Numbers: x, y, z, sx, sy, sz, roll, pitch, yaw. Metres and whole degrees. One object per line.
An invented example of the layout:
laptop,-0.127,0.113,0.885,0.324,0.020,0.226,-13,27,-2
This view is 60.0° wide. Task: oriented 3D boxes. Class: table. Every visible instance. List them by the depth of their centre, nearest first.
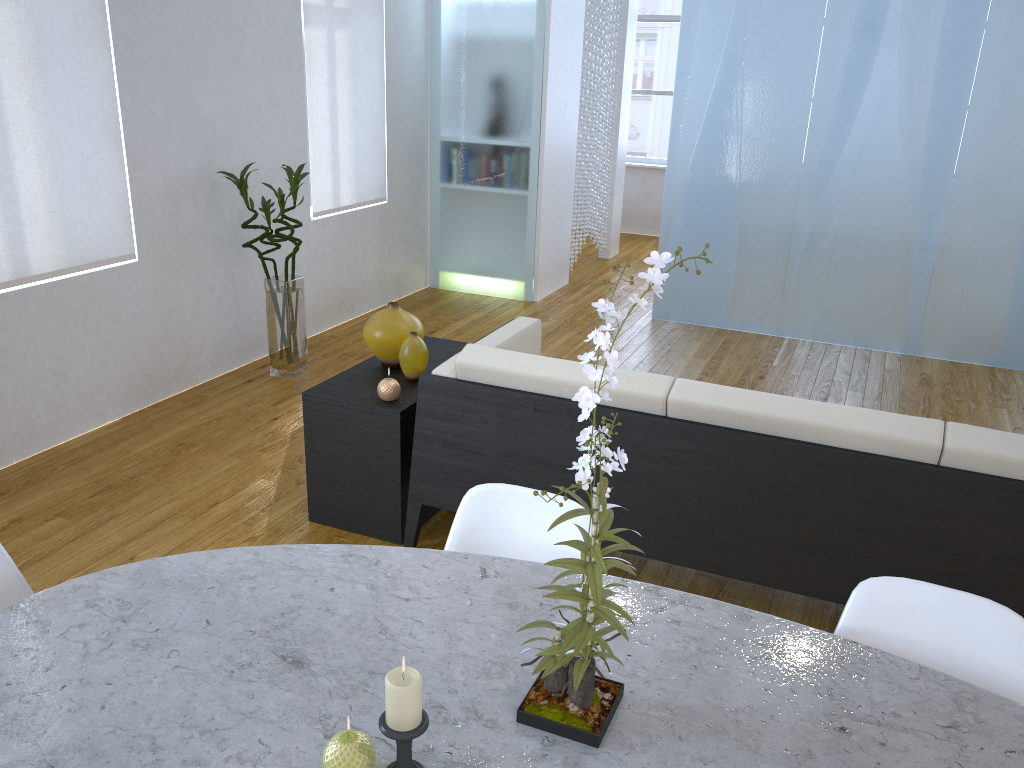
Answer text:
table,0.079,0.798,1.117,1.906,0.629,1.061,10,22,20

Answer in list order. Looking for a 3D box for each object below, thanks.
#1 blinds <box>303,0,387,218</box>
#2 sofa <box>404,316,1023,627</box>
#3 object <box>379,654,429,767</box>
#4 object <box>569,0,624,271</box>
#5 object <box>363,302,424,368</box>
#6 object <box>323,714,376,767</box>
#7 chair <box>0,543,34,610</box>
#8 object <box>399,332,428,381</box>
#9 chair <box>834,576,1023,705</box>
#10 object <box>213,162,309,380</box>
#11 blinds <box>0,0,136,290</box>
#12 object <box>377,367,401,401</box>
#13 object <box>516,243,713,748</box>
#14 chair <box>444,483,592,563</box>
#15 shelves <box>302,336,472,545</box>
blinds,-0.864,-1.978,4.599,0.007,2.134,0.755,11,23,21
sofa,1.106,0.067,3.195,5.326,0.686,9.639,10,21,21
object,-0.126,0.389,1.035,0.059,0.178,0.058,5,21,7
object,0.592,-1.819,6.305,0.051,2.037,0.915,11,23,21
object,-0.400,-0.168,2.997,0.207,0.218,0.205,-8,23,-24
object,-0.193,0.427,1.049,0.062,0.092,0.062,-5,22,-19
chair,-0.773,0.449,1.362,0.418,0.355,0.402,11,22,23
object,-0.318,-0.089,2.870,0.095,0.162,0.095,-8,23,-24
chair,0.571,0.538,1.261,0.404,0.355,0.416,12,23,24
object,-1.116,-0.508,4.070,0.380,0.991,0.478,0,21,-5
blinds,-1.640,-1.390,2.889,0.007,2.133,0.755,11,23,21
object,-0.376,-0.002,2.706,0.071,0.105,0.071,-15,27,-38
object,0.083,0.146,1.063,0.201,0.645,0.165,-14,27,-36
chair,-0.046,0.420,1.519,0.405,0.355,0.415,10,22,20
shelves,-0.358,0.159,3.087,0.348,0.456,0.723,11,22,21
